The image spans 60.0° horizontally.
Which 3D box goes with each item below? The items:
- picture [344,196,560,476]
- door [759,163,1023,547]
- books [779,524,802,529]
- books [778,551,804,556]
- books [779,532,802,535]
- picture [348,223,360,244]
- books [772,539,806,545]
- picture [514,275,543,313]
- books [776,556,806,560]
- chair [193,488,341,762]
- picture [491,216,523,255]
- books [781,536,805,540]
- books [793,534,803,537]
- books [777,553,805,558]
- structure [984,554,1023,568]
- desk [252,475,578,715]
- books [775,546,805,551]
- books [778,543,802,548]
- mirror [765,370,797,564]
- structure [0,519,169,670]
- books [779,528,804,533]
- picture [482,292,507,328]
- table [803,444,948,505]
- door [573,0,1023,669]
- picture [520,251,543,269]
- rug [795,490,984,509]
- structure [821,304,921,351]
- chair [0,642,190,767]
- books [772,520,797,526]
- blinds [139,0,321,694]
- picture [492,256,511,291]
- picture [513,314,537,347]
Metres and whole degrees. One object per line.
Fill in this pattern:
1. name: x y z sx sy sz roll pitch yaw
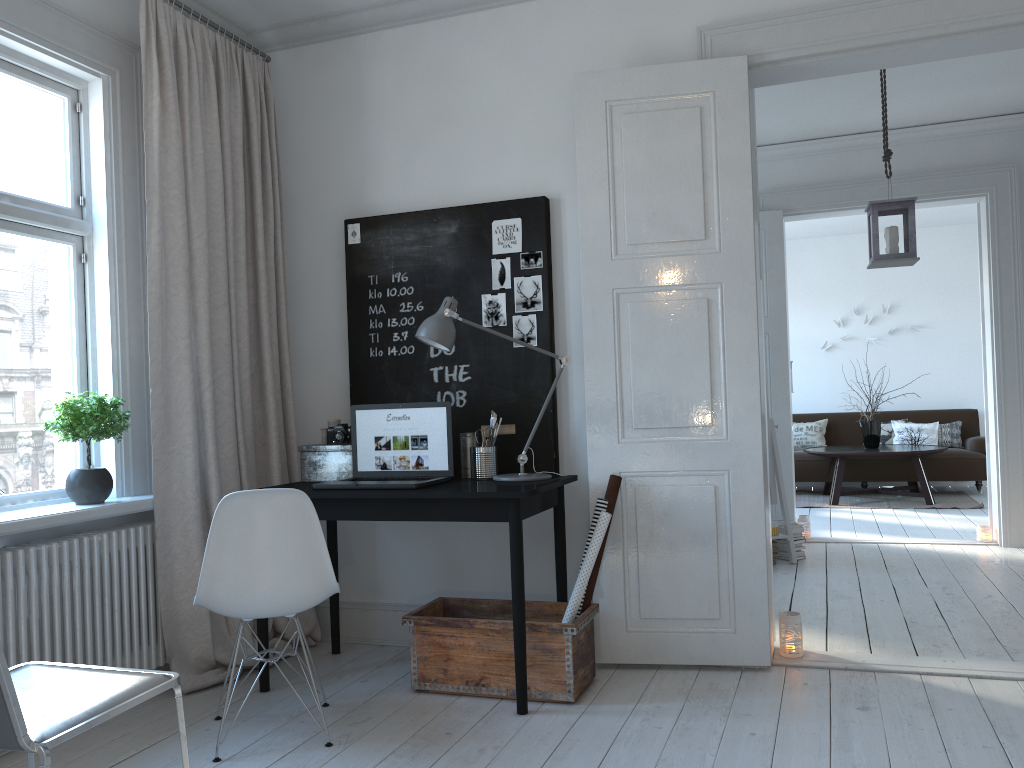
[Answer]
1. picture: -0.279 -0.175 3.848 0.953 1.172 0.064 -2 0 19
2. door: 2.600 -0.150 6.177 2.599 2.505 0.577 -2 0 19
3. books: 1.759 0.907 5.691 0.132 0.017 0.187 -2 -1 -8
4. books: 1.764 1.075 5.693 0.128 0.016 0.181 -1 -2 -26
5. books: 1.759 0.949 5.694 0.128 0.016 0.181 -2 -1 -10
6. picture: -0.706 -0.672 3.964 0.061 0.088 0.004 -2 0 16
7. books: 1.764 1.003 5.688 0.128 0.022 0.193 -1 -2 -38
8. picture: 0.067 -0.378 3.691 0.121 0.153 0.002 -2 0 19
9. books: 1.771 1.109 5.696 0.128 0.016 0.178 -1 -2 -33
10. chair: -0.798 0.734 2.908 0.474 0.824 0.554 -2 -1 -16
11. picture: -0.020 -0.626 3.721 0.147 0.154 0.004 -2 0 19
12. books: 1.766 0.983 5.697 0.128 0.016 0.178 -1 -2 -28
13. books: 1.761 0.966 5.696 0.128 0.016 0.177 -2 -1 -14
14. books: 1.765 1.092 5.696 0.128 0.016 0.177 -1 -2 -30
15. structure: 3.531 -0.286 5.272 1.247 2.827 0.801 -2 0 -26
16. desk: -0.378 0.765 3.438 1.160 0.759 0.651 -2 -1 19
17. books: 1.763 1.047 5.692 0.132 0.017 0.187 -1 -2 -34
18. books: 1.756 1.027 5.699 0.128 0.022 0.167 -1 -2 -37
19. mirror: 1.419 0.381 5.617 0.610 1.488 0.417 -2 0 -16
20. structure: -1.610 0.797 2.866 0.195 0.547 1.506 -2 -1 19
21. books: 1.764 0.927 5.686 0.128 0.026 0.200 -2 -1 -9
22. picture: -0.076 -0.311 3.742 0.107 0.150 0.001 -2 0 19
23. table: 3.519 0.873 8.605 1.300 0.503 1.300 -2 -1 10
24. door: 1.597 -0.182 3.333 2.599 2.505 0.577 -2 0 19
25. picture: 0.081 -0.517 3.687 0.095 0.071 0.001 -2 0 19
26. rug: 3.538 1.098 8.628 1.710 0.055 1.456 -3 -1 20
27. structure: 3.942 -0.630 9.773 1.025 0.478 0.085 -3 0 19
28. chair: -1.055 0.733 1.886 0.562 0.797 0.524 -2 -1 19
29. books: 1.754 0.891 5.706 0.111 0.014 0.156 -2 -1 -1
30. blinds: -1.126 -0.150 3.629 0.225 2.647 0.831 -2 0 19
31. picture: -0.045 -0.464 3.731 0.083 0.146 0.002 -2 0 19
32. picture: 0.053 -0.224 3.697 0.103 0.136 0.001 -2 0 19
